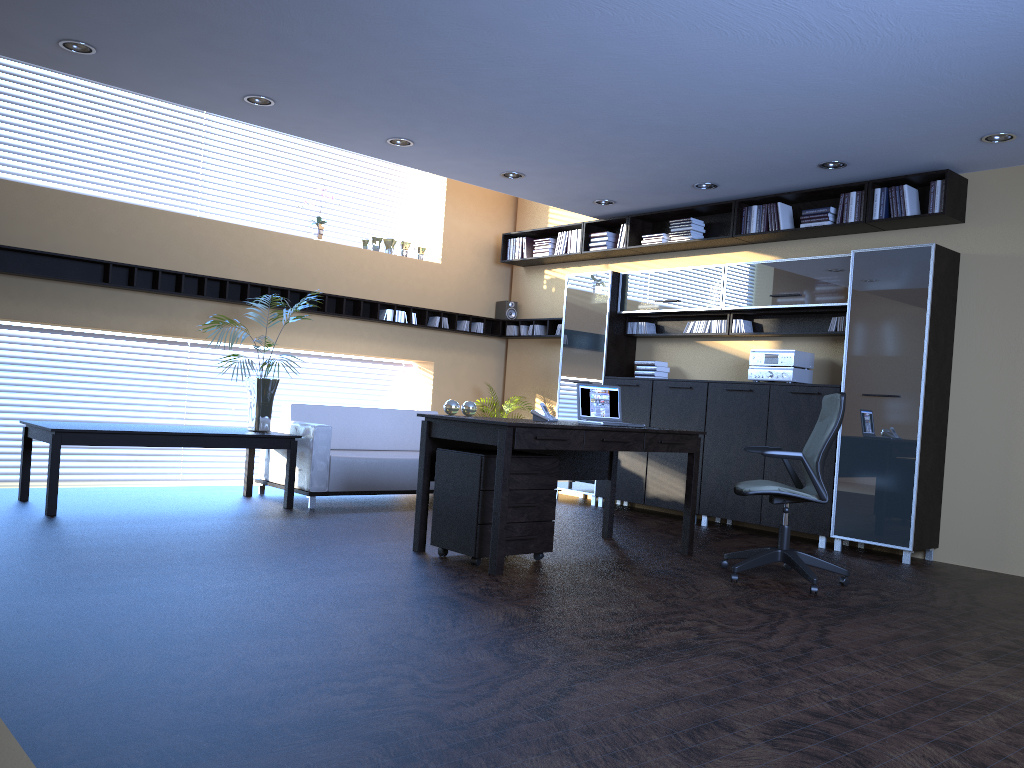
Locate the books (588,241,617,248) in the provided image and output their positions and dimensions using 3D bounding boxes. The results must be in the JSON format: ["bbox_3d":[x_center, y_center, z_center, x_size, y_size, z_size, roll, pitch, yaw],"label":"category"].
[{"bbox_3d":[0.976,-1.474,9.450,0.208,0.050,0.258,5,-1,-42],"label":"books"}]

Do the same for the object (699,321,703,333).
[{"bbox_3d":[1.852,-0.541,8.505,0.140,0.116,0.036,4,0,-42],"label":"object"}]

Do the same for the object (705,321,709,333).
[{"bbox_3d":[1.902,-0.539,8.456,0.142,0.118,0.040,4,0,-42],"label":"object"}]

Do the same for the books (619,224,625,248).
[{"bbox_3d":[1.213,-1.516,9.204,0.207,0.259,0.075,4,0,-42],"label":"books"}]

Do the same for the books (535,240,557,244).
[{"bbox_3d":[0.425,-1.599,10.104,0.208,0.028,0.258,5,-1,-42],"label":"books"}]

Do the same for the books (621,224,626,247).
[{"bbox_3d":[1.224,-1.516,9.172,0.207,0.259,0.075,4,0,-42],"label":"books"}]

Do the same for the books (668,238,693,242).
[{"bbox_3d":[1.691,-1.379,8.637,0.208,0.028,0.258,5,-1,-42],"label":"books"}]

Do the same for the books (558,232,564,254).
[{"bbox_3d":[0.612,-1.546,9.867,0.207,0.259,0.075,4,0,-41],"label":"books"}]

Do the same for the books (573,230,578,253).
[{"bbox_3d":[0.764,-1.539,9.692,0.207,0.258,0.050,4,0,-41],"label":"books"}]

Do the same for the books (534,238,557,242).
[{"bbox_3d":[0.412,-1.628,10.119,0.208,0.028,0.258,5,-1,-42],"label":"books"}]

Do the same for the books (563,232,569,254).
[{"bbox_3d":[0.666,-1.543,9.830,0.207,0.259,0.075,4,0,-42],"label":"books"}]

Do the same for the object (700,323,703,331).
[{"bbox_3d":[1.860,-0.541,8.500,0.140,0.116,0.036,4,0,-41],"label":"object"}]

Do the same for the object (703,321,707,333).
[{"bbox_3d":[1.886,-0.540,8.469,0.142,0.118,0.040,4,0,-41],"label":"object"}]

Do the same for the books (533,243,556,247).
[{"bbox_3d":[0.404,-1.572,10.103,0.208,0.028,0.258,5,-1,-41],"label":"books"}]

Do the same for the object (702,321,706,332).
[{"bbox_3d":[1.875,-0.540,8.486,0.142,0.118,0.040,4,0,-41],"label":"object"}]

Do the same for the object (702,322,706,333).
[{"bbox_3d":[1.885,-0.539,8.481,0.142,0.118,0.040,4,0,-42],"label":"object"}]

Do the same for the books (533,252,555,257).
[{"bbox_3d":[0.403,-1.451,10.101,0.208,0.050,0.258,5,-1,-41],"label":"books"}]

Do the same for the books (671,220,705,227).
[{"bbox_3d":[1.710,-1.550,8.626,0.208,0.028,0.258,5,-1,-42],"label":"books"}]

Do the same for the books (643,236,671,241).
[{"bbox_3d":[1.479,-1.446,8.884,0.208,0.028,0.258,5,-1,-42],"label":"books"}]

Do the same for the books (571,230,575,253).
[{"bbox_3d":[0.736,-1.540,9.737,0.207,0.258,0.050,4,0,-42],"label":"books"}]

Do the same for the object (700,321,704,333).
[{"bbox_3d":[1.864,-0.541,8.490,0.142,0.118,0.040,4,0,-41],"label":"object"}]

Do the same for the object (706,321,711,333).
[{"bbox_3d":[1.914,-0.538,8.440,0.142,0.118,0.040,4,0,-41],"label":"object"}]

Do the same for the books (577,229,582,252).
[{"bbox_3d":[0.799,-1.537,9.654,0.207,0.258,0.050,4,0,-42],"label":"books"}]

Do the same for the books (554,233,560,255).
[{"bbox_3d":[0.576,-1.548,9.920,0.207,0.259,0.075,4,0,-42],"label":"books"}]

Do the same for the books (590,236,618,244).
[{"bbox_3d":[0.995,-1.524,9.447,0.208,0.050,0.258,5,-1,-41],"label":"books"}]

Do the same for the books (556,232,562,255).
[{"bbox_3d":[0.592,-1.547,9.892,0.207,0.259,0.075,4,0,-42],"label":"books"}]

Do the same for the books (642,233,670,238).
[{"bbox_3d":[1.472,-1.475,8.903,0.208,0.028,0.258,5,-1,-42],"label":"books"}]

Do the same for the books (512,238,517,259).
[{"bbox_3d":[0.094,-1.572,10.453,0.207,0.258,0.050,4,0,-42],"label":"books"}]

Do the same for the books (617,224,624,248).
[{"bbox_3d":[1.189,-1.517,9.225,0.207,0.259,0.075,4,0,-42],"label":"books"}]

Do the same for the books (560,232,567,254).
[{"bbox_3d":[0.634,-1.545,9.844,0.207,0.259,0.075,4,0,-42],"label":"books"}]

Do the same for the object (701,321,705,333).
[{"bbox_3d":[1.872,-0.540,8.483,0.140,0.116,0.036,4,0,-42],"label":"object"}]

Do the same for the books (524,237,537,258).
[{"bbox_3d":[0.229,-1.565,10.308,0.207,0.259,0.075,4,0,-42],"label":"books"}]

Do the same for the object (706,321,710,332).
[{"bbox_3d":[1.906,-0.538,8.446,0.140,0.116,0.036,4,0,-41],"label":"object"}]

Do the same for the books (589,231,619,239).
[{"bbox_3d":[0.982,-1.576,9.460,0.208,0.050,0.258,5,-1,-42],"label":"books"}]

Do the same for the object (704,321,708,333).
[{"bbox_3d":[1.896,-0.539,8.464,0.142,0.118,0.040,4,0,-42],"label":"object"}]

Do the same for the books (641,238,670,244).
[{"bbox_3d":[1.464,-1.419,8.889,0.208,0.028,0.258,5,-1,-41],"label":"books"}]

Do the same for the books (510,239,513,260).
[{"bbox_3d":[0.067,-1.573,10.499,0.207,0.258,0.050,4,0,-42],"label":"books"}]

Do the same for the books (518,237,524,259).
[{"bbox_3d":[0.169,-1.568,10.381,0.207,0.258,0.050,4,0,-42],"label":"books"}]

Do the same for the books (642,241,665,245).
[{"bbox_3d":[1.468,-1.390,8.879,0.208,0.028,0.258,5,-1,-41],"label":"books"}]

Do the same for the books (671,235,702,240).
[{"bbox_3d":[1.714,-1.406,8.627,0.208,0.028,0.258,5,-1,-41],"label":"books"}]

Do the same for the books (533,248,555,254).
[{"bbox_3d":[0.404,-1.503,10.112,0.208,0.050,0.258,5,-1,-42],"label":"books"}]

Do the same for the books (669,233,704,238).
[{"bbox_3d":[1.702,-1.435,8.640,0.208,0.028,0.258,5,-1,-42],"label":"books"}]

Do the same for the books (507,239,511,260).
[{"bbox_3d":[0.031,-1.575,10.536,0.207,0.258,0.050,4,0,-42],"label":"books"}]

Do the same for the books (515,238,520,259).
[{"bbox_3d":[0.134,-1.570,10.419,0.207,0.258,0.050,4,0,-41],"label":"books"}]

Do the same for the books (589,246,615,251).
[{"bbox_3d":[0.983,-1.422,9.446,0.208,0.050,0.258,5,-1,-42],"label":"books"}]

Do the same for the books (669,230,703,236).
[{"bbox_3d":[1.700,-1.463,8.665,0.208,0.028,0.258,5,-1,-42],"label":"books"}]

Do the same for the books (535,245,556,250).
[{"bbox_3d":[0.424,-1.542,10.109,0.208,0.028,0.258,5,-1,-41],"label":"books"}]

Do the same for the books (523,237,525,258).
[{"bbox_3d":[0.212,-1.566,10.335,0.207,0.259,0.075,4,0,-42],"label":"books"}]

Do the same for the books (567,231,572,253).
[{"bbox_3d":[0.702,-1.541,9.776,0.207,0.258,0.050,4,0,-41],"label":"books"}]
